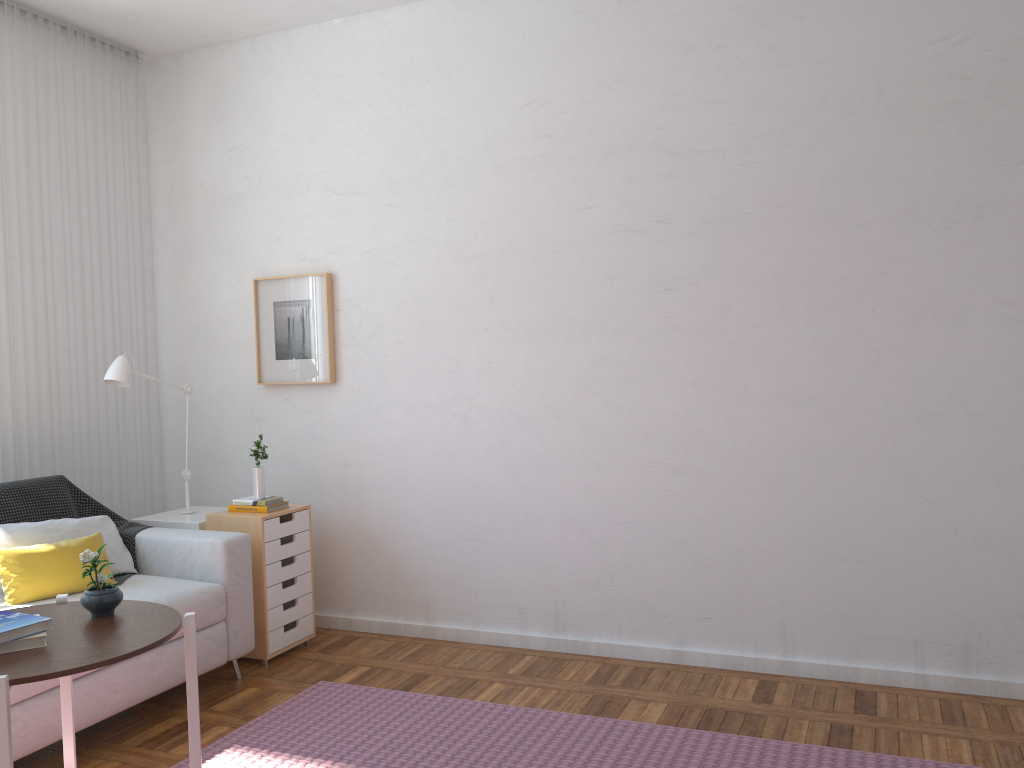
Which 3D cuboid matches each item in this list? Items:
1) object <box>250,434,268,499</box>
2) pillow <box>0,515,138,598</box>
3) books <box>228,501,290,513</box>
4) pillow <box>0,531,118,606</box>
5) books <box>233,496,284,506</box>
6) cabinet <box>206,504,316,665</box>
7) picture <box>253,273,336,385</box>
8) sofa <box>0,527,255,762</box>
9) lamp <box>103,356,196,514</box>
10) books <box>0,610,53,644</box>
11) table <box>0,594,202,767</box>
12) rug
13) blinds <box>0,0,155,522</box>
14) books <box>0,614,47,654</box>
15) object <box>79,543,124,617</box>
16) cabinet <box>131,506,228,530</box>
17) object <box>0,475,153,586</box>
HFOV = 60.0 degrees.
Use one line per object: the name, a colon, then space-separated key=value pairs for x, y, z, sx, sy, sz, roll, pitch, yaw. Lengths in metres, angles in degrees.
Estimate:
object: x=-1.124 y=0.366 z=3.951 sx=0.085 sy=0.287 sz=0.081 roll=-1 pitch=2 yaw=29
pillow: x=-1.763 y=0.656 z=3.465 sx=0.301 sy=0.259 sz=0.532 roll=-1 pitch=2 yaw=37
books: x=-1.131 y=0.548 z=3.970 sx=0.211 sy=0.028 sz=0.163 roll=-1 pitch=1 yaw=23
pillow: x=-1.681 y=0.674 z=3.271 sx=0.211 sy=0.194 sz=0.401 roll=0 pitch=2 yaw=40
books: x=-1.132 y=0.522 z=3.963 sx=0.175 sy=0.024 sz=0.136 roll=-1 pitch=1 yaw=23
cabinet: x=-1.122 y=0.883 z=3.984 sx=0.301 sy=0.643 sz=0.349 roll=-1 pitch=2 yaw=23
picture: x=-1.061 y=-0.262 z=4.316 sx=0.431 sy=0.524 sz=0.050 roll=-1 pitch=2 yaw=23
sofa: x=-1.985 y=0.833 z=2.730 sx=1.004 sy=0.843 sz=2.460 roll=-1 pitch=1 yaw=23
lamp: x=-1.373 y=0.577 z=1.975 sx=0.332 sy=1.347 sz=4.590 roll=-2 pitch=1 yaw=-8
books: x=-1.120 y=0.531 z=1.935 sx=0.175 sy=0.024 sz=0.136 roll=-1 pitch=1 yaw=28
table: x=-1.062 y=0.896 z=2.008 sx=0.618 sy=0.688 sz=0.617 roll=-1 pitch=2 yaw=21
rug: x=-0.156 y=1.210 z=1.983 sx=2.366 sy=0.008 sz=2.456 roll=-1 pitch=1 yaw=23
blinds: x=-2.110 y=-0.216 z=3.957 sx=0.055 sy=2.888 sz=1.291 roll=-1 pitch=2 yaw=23
books: x=-1.128 y=0.556 z=1.959 sx=0.162 sy=0.026 sz=0.209 roll=-2 pitch=1 yaw=-32
object: x=-1.000 y=0.474 z=2.150 sx=0.096 sy=0.175 sz=0.108 roll=-2 pitch=2 yaw=2
cabinet: x=-1.484 y=0.912 z=4.194 sx=0.400 sy=0.600 sz=0.400 roll=-1 pitch=2 yaw=23
object: x=-1.862 y=0.709 z=3.619 sx=0.677 sy=0.648 sz=0.978 roll=-2 pitch=1 yaw=-7
